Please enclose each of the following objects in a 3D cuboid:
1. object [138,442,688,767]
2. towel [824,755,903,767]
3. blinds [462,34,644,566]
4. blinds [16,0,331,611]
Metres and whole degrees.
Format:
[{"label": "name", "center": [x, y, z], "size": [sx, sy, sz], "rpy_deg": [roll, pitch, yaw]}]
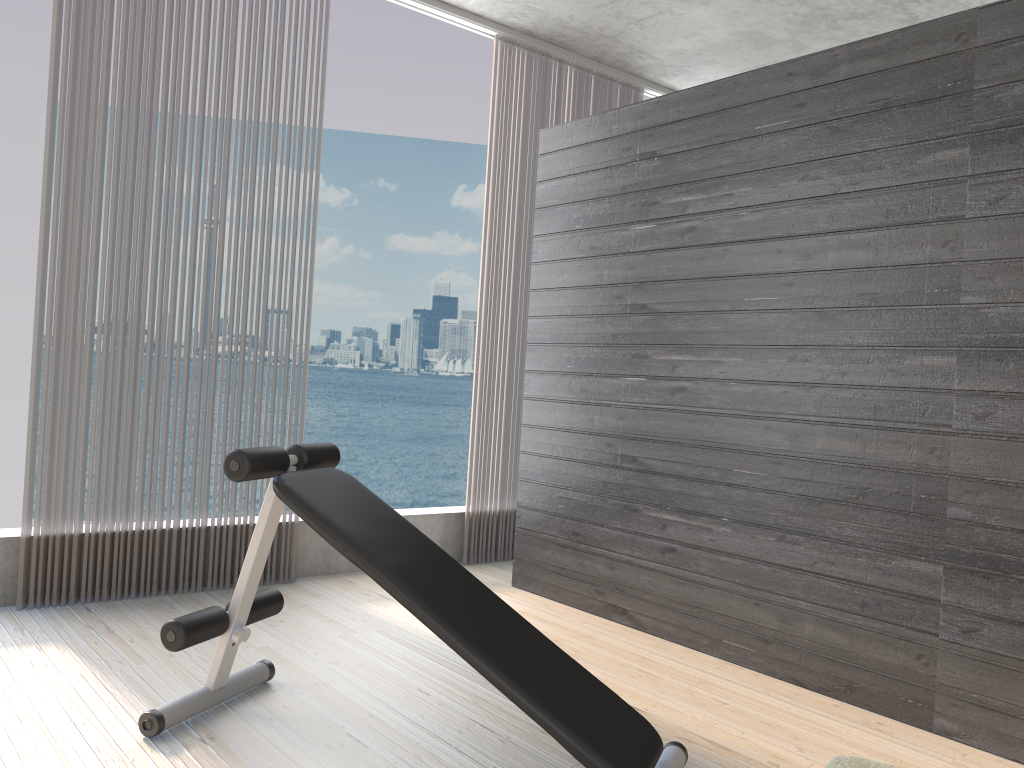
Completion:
[{"label": "object", "center": [-0.230, 0.564, 2.253], "size": [1.312, 0.746, 0.505], "rpy_deg": [4, 0, 20]}, {"label": "towel", "center": [0.813, 0.843, 1.808], "size": [0.373, 0.123, 0.384], "rpy_deg": [4, 0, 35]}, {"label": "blinds", "center": [0.259, -0.412, 4.921], "size": [1.133, 2.744, 0.069], "rpy_deg": [3, 0, -39]}, {"label": "blinds", "center": [-1.323, -0.506, 3.645], "size": [1.133, 2.744, 0.069], "rpy_deg": [3, 0, -39]}]
